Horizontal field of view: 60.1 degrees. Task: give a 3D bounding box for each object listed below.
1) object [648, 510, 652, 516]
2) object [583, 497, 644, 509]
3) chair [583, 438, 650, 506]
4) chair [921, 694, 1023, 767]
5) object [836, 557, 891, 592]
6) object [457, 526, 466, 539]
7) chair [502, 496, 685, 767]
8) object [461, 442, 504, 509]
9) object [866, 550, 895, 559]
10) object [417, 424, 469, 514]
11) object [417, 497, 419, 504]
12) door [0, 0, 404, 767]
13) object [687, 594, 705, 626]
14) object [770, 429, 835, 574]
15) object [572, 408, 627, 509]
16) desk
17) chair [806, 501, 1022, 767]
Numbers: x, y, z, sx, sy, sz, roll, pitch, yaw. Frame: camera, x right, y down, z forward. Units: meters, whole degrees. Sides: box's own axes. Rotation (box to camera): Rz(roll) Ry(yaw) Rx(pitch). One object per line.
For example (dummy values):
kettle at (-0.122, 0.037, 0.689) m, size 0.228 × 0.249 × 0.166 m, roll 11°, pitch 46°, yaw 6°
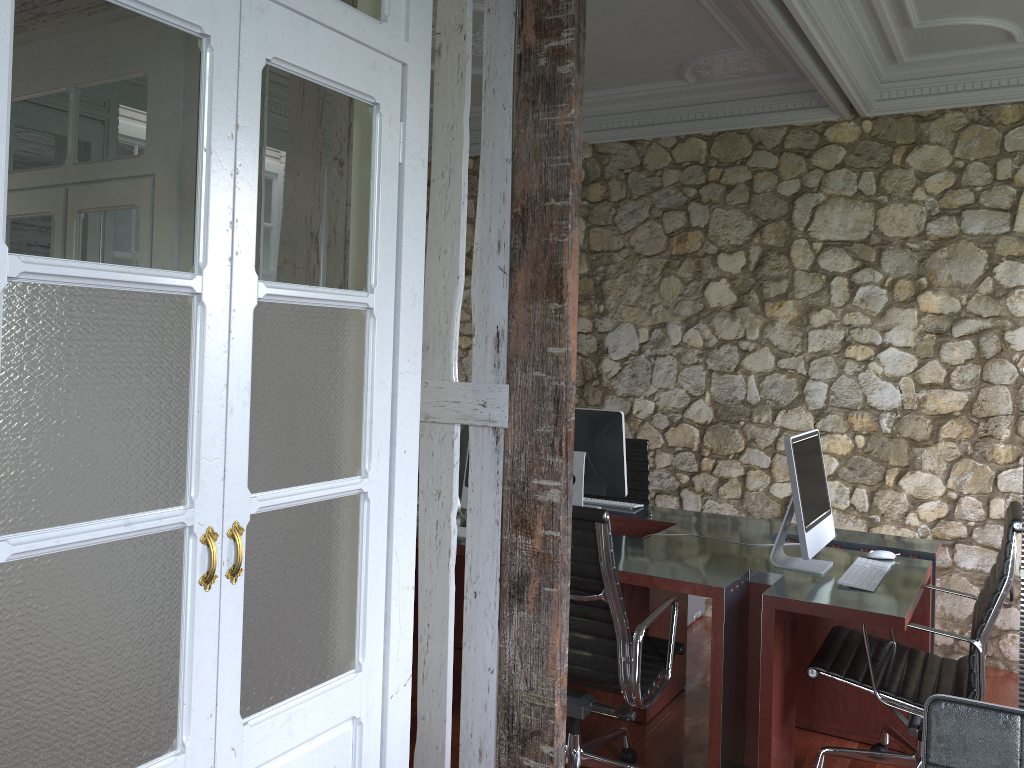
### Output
object at (0.650, 0.607, 4.175) m, size 0.011 × 0.011 × 0.149 m, roll 2°, pitch 2°, yaw 6°
object at (0.433, 0.587, 4.428) m, size 0.439 × 0.017 × 0.118 m, roll 3°, pitch 3°, yaw 30°
chair at (0.454, 0.812, 4.591) m, size 0.666 × 1.024 × 0.698 m, roll 2°, pitch 0°, yaw 26°
chair at (0.752, 1.010, 1.187) m, size 0.475 × 0.920 × 0.601 m, roll 2°, pitch 0°, yaw 30°
object at (1.240, 0.665, 3.109) m, size 0.118 × 0.017 × 0.439 m, roll 3°, pitch 3°, yaw 30°
object at (-0.111, 0.608, 3.544) m, size 0.439 × 0.017 × 0.118 m, roll 3°, pitch 3°, yaw 30°
chair at (0.247, 0.871, 2.963) m, size 0.666 × 1.024 × 0.698 m, roll 2°, pitch 0°, yaw 25°
object at (0.030, 0.370, 3.727) m, size 0.484 × 0.485 × 0.189 m, roll 2°, pitch 0°, yaw 30°
object at (1.411, 0.652, 3.389) m, size 0.106 × 0.028 × 0.059 m, roll 2°, pitch 2°, yaw -1°
object at (-0.353, 0.345, 4.067) m, size 0.483 × 0.485 × 0.190 m, roll 1°, pitch 0°, yaw -35°
object at (-0.540, 0.567, 4.190) m, size 0.118 × 0.017 × 0.439 m, roll 3°, pitch 3°, yaw 30°
door at (-0.572, 0.316, 1.710) m, size 0.041 × 2.181 × 1.056 m, roll 1°, pitch -1°, yaw 30°
object at (0.846, 1.125, 5.013) m, size 0.400 × 0.387 × 0.362 m, roll 2°, pitch 1°, yaw 30°
object at (1.068, 0.421, 3.247) m, size 0.190 × 0.485 × 0.483 m, roll 1°, pitch 0°, yaw 30°
object at (0.306, 0.357, 4.253) m, size 0.484 × 0.485 × 0.189 m, roll 2°, pitch 0°, yaw 30°
desk at (0.397, 0.984, 3.807) m, size 2.509 × 0.728 × 1.300 m, roll 3°, pitch 2°, yaw 30°
chair at (1.360, 0.904, 2.969) m, size 0.699 × 1.024 × 0.665 m, roll 2°, pitch 0°, yaw 34°
